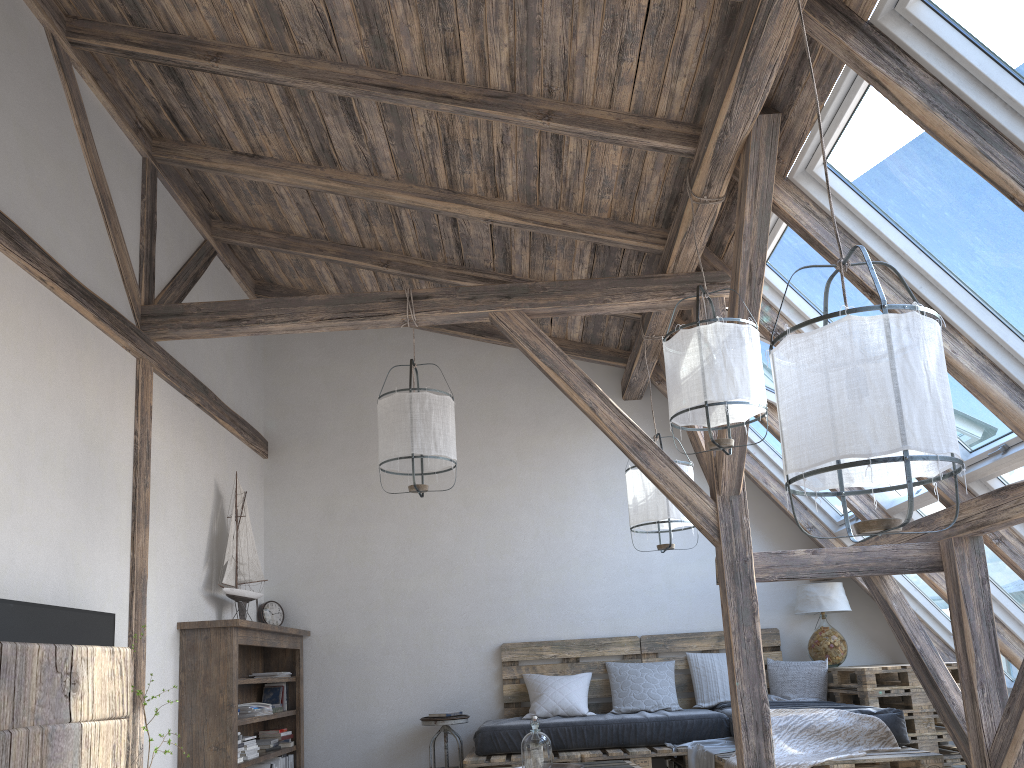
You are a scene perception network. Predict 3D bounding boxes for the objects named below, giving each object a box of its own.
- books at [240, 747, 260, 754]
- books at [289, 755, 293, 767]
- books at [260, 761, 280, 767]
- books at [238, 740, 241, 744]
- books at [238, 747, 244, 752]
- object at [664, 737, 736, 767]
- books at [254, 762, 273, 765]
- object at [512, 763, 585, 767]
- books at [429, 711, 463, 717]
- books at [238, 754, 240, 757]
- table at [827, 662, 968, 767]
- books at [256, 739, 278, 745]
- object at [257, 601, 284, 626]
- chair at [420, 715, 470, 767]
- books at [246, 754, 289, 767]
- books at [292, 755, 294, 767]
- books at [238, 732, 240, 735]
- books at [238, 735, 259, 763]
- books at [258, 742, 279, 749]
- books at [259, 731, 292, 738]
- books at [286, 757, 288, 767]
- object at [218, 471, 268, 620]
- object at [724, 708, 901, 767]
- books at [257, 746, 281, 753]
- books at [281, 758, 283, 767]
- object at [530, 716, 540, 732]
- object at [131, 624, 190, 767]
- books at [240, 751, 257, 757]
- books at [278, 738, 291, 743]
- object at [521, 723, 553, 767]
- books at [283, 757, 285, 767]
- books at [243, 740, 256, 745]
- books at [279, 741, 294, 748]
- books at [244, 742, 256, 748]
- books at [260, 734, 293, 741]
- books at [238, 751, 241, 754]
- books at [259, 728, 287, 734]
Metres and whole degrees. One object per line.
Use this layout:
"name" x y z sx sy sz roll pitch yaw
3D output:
"books" -1.653 2.230 5.349 0.157 0.016 0.226 -5 -18 5
"books" -1.615 2.712 6.152 0.158 0.213 0.022 -3 -12 1
"books" -1.625 2.608 5.822 0.157 0.206 0.093 -3 -13 0
"books" -1.659 2.063 5.045 0.157 0.021 0.225 -2 -18 -5
"books" -1.650 2.099 5.028 0.157 0.016 0.226 -5 -18 5
"object" 1.267 2.271 5.255 0.505 0.269 0.730 1 -18 -15
"books" -1.660 2.598 5.777 0.157 0.200 0.110 -3 -13 0
"object" 0.173 1.954 4.456 0.397 0.021 0.404 -10 -19 19
"books" -0.464 2.309 6.151 0.151 0.021 0.209 -13 -20 28
"books" -1.668 2.137 5.026 0.157 0.021 0.225 -3 -18 0
"table" 2.503 2.213 5.805 0.675 0.682 1.047 -3 -16 0
"books" -1.659 2.389 5.869 0.152 0.023 0.235 -2 -18 -4
"object" -1.761 1.690 6.436 0.083 0.204 0.208 -12 -17 35
"chair" -0.456 2.574 6.119 0.354 0.506 0.363 -4 -14 4
"books" -1.646 2.619 5.901 0.201 0.241 0.423 -3 -16 0
"books" -1.612 2.720 6.180 0.157 0.214 0.037 -3 -12 0
"books" -1.656 2.015 5.048 0.139 0.018 0.190 -3 -18 0
"books" -1.673 2.151 5.196 0.206 0.147 0.565 -3 -18 0
"books" -1.658 2.410 5.862 0.159 0.022 0.218 -3 -18 0
"books" -1.647 2.437 6.122 0.157 0.021 0.225 -4 -18 4
"books" -1.615 2.671 6.028 0.157 0.214 0.017 -3 -12 1
"object" -1.732 1.075 5.703 0.140 0.965 0.812 -4 -14 5
"object" 1.517 1.933 4.517 0.819 0.460 1.029 -12 -19 29
"books" -1.655 2.430 5.850 0.152 0.023 0.234 -6 -18 9
"books" -1.618 2.636 5.919 0.157 0.214 0.017 -3 -12 1
"object" 0.125 1.864 4.568 0.071 0.260 0.158 -3 -13 0
"object" -1.714 1.730 4.238 0.275 1.090 0.529 -1 -13 -13
"books" -1.654 2.241 5.329 0.157 0.016 0.226 -3 -18 0
"books" -1.644 2.482 6.110 0.204 0.021 0.154 0 -18 -10
"object" 0.122 1.822 4.404 0.156 0.240 0.159 5 -16 -30
"books" -1.622 2.659 5.988 0.158 0.213 0.022 -3 -12 1
"books" -1.679 2.187 5.360 0.157 0.016 0.226 -5 -18 5
"books" -1.636 2.508 6.111 0.218 0.029 0.167 -1 -18 -6
"books" -1.651 2.199 5.348 0.139 0.018 0.190 -3 -18 0
"books" -1.640 2.462 6.125 0.161 0.025 0.208 -6 -18 8
"books" -1.665 2.120 5.035 0.157 0.016 0.226 -3 -18 0
"books" -1.668 2.424 6.143 0.143 0.019 0.208 -3 -18 0
